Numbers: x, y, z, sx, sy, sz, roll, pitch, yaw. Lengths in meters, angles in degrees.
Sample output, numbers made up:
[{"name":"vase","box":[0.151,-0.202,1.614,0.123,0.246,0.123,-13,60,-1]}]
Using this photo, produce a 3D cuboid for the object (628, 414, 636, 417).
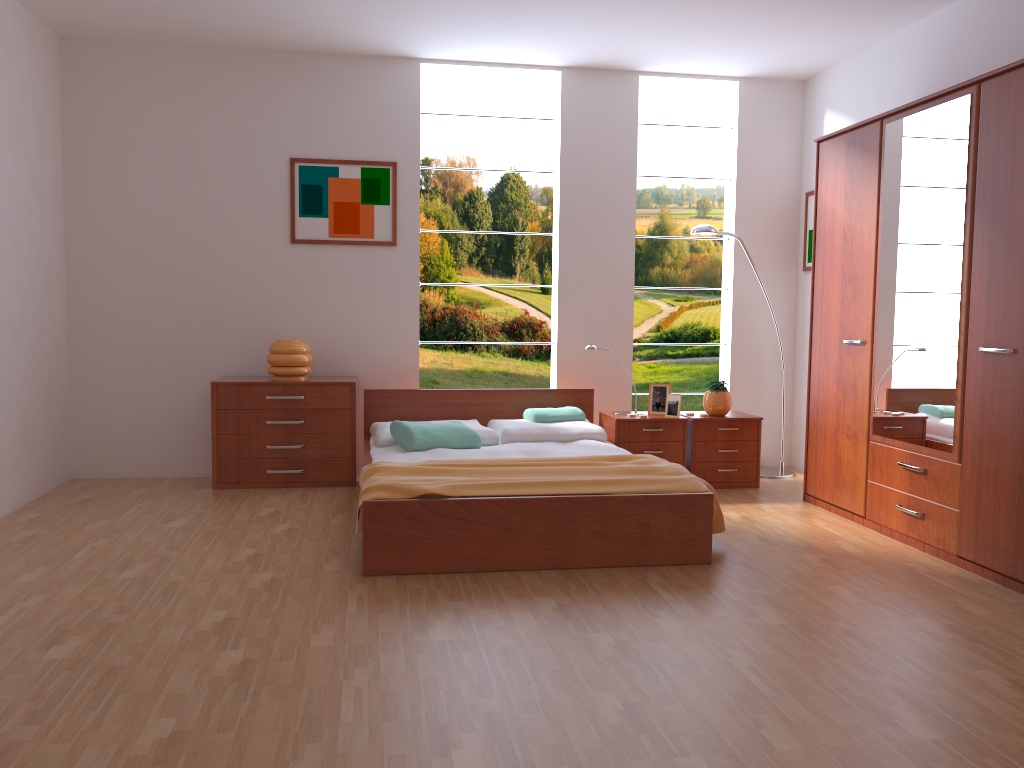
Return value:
[{"name":"object","box":[0.710,0.188,5.241,0.049,0.018,0.049,-1,5,-23]}]

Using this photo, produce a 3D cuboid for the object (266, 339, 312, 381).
[{"name":"object","box":[-1.326,-0.143,5.284,0.264,0.244,0.264,1,5,7]}]

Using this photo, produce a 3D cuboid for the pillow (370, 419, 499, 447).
[{"name":"pillow","box":[-0.467,0.292,5.093,0.682,0.157,0.574,-1,5,-16]}]

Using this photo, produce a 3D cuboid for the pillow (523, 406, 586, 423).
[{"name":"pillow","box":[0.248,0.195,5.298,0.322,0.116,0.276,0,5,-12]}]

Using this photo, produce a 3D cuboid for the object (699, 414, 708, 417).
[{"name":"object","box":[1.145,0.188,5.299,0.049,0.018,0.049,-1,5,-23]}]

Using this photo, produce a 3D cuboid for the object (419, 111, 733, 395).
[{"name":"object","box":[0.478,-0.820,5.839,2.205,1.815,0.033,0,5,-9]}]

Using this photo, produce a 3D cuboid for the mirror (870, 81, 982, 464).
[{"name":"mirror","box":[1.818,-0.466,3.944,0.037,1.556,0.681,0,5,-9]}]

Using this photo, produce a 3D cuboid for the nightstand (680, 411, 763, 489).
[{"name":"nightstand","box":[1.244,0.406,5.437,0.439,0.442,0.377,0,5,-9]}]

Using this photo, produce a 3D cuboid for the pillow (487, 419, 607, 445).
[{"name":"pillow","box":[0.203,0.289,5.224,0.630,0.182,0.574,0,5,-11]}]

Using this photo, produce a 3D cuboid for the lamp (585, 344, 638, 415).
[{"name":"lamp","box":[0.614,-0.027,5.343,0.337,0.421,0.163,-1,5,-21]}]

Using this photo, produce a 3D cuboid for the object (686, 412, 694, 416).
[{"name":"object","box":[1.075,0.183,5.355,0.049,0.018,0.049,-1,5,-23]}]

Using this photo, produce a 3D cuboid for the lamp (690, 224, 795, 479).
[{"name":"lamp","box":[1.501,-0.194,5.650,0.799,1.603,0.387,-3,6,-36]}]

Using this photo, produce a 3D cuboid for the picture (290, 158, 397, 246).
[{"name":"picture","box":[-1.037,-1.120,5.479,0.645,0.517,0.030,0,5,-9]}]

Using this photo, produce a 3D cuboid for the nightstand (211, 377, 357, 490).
[{"name":"nightstand","box":[-1.345,0.283,5.318,0.815,0.626,0.428,0,5,-9]}]

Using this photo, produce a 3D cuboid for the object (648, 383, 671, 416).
[{"name":"object","box":[0.885,0.095,5.321,0.131,0.191,0.037,2,5,21]}]

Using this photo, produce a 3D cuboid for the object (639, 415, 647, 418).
[{"name":"object","box":[0.770,0.191,5.211,0.049,0.018,0.049,-1,5,-23]}]

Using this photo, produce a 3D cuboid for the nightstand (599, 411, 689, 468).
[{"name":"nightstand","box":[0.785,0.406,5.362,0.439,0.442,0.377,0,5,-9]}]

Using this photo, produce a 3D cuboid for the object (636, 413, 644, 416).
[{"name":"object","box":[0.764,0.184,5.294,0.049,0.018,0.049,-1,5,-23]}]

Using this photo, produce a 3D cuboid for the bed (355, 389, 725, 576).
[{"name":"bed","box":[0.038,0.387,4.525,1.632,0.560,1.990,0,5,-9]}]

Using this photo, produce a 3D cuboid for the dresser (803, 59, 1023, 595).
[{"name":"dresser","box":[2.026,-0.252,3.949,0.487,2.004,2.017,0,5,-9]}]

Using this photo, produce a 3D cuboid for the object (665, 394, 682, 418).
[{"name":"object","box":[0.950,0.129,5.227,0.094,0.137,0.027,4,5,36]}]

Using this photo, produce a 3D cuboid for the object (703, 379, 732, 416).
[{"name":"object","box":[1.240,0.082,5.356,0.169,0.223,0.170,-2,5,-30]}]

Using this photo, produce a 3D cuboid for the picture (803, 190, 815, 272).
[{"name":"picture","box":[2.003,-0.981,5.565,0.030,0.517,0.645,0,5,-9]}]

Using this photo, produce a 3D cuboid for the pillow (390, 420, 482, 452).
[{"name":"pillow","box":[-0.409,0.278,4.748,0.425,0.164,0.334,-2,5,-33]}]
